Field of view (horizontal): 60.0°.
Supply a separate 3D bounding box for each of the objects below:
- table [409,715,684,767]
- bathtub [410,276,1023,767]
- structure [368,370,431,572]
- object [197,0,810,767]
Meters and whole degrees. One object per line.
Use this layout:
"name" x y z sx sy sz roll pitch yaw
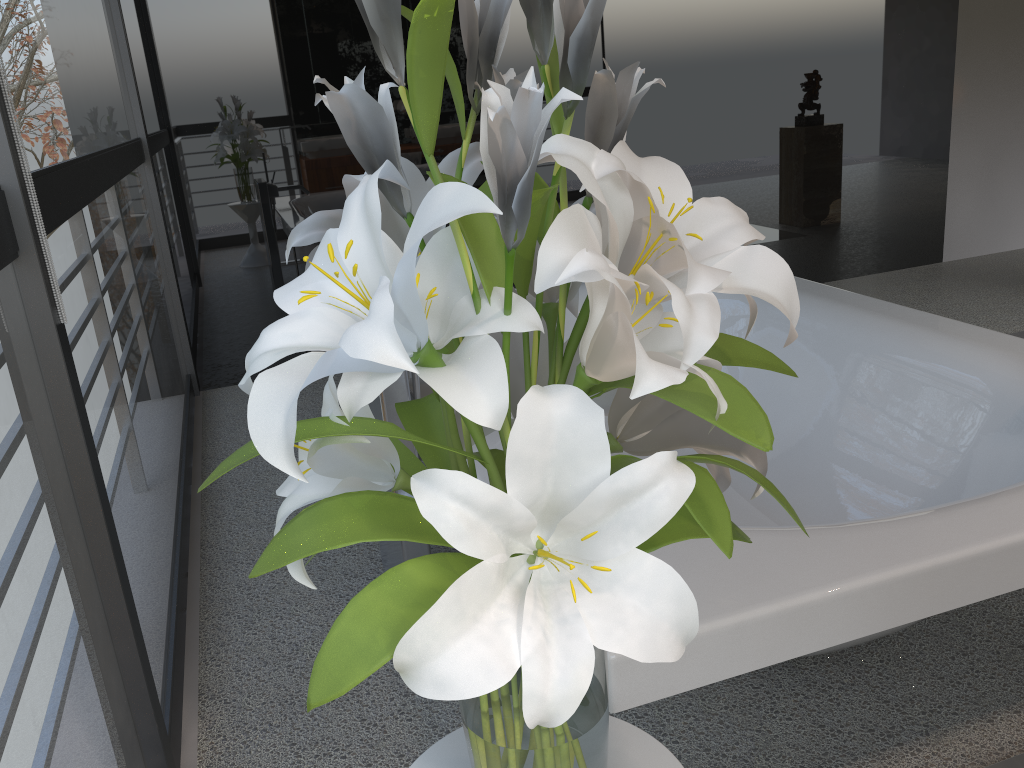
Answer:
"table" 0.048 0.637 0.925 0.308 0.477 0.308 -17 21 -31
"bathtub" 0.452 0.166 2.183 1.328 0.503 1.963 -11 19 -16
"structure" -0.150 0.086 2.000 0.330 0.882 0.403 -11 19 -16
"object" 0.002 0.038 0.719 0.460 0.793 0.451 -2 18 10
